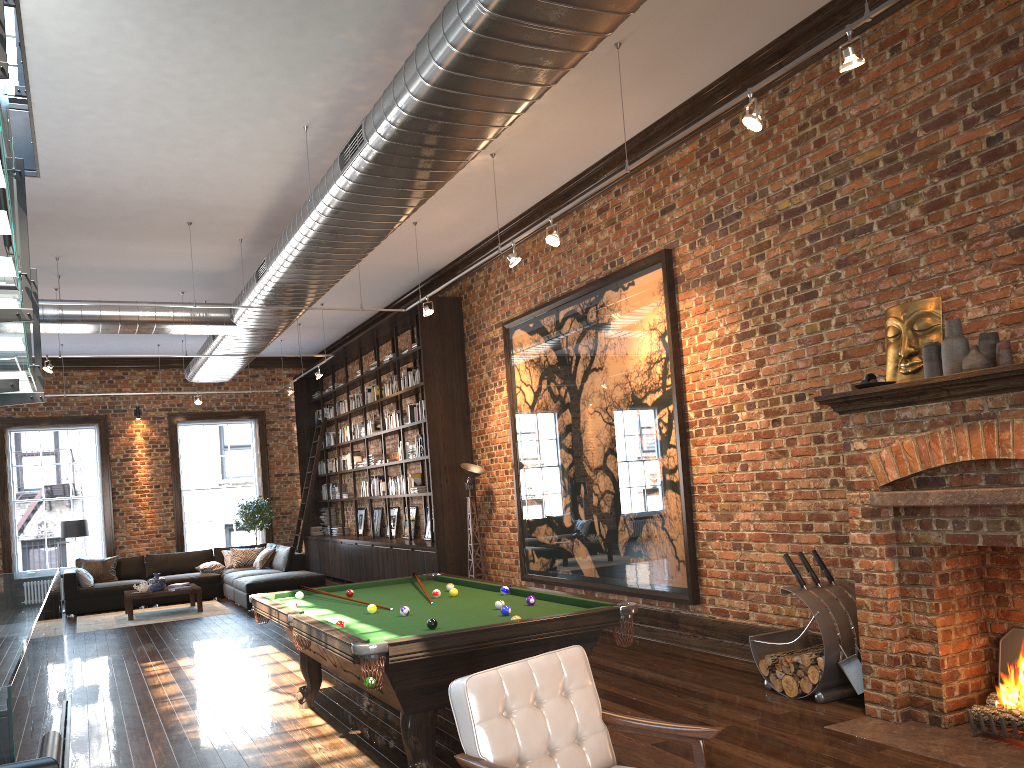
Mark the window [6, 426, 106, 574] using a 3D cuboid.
[{"bbox_3d":[-8.339,2.147,16.273,1.517,2.743,0.156,-3,-2,-26],"label":"window"}]

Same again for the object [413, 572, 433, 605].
[{"bbox_3d":[-0.647,1.459,6.386,0.028,0.072,1.616,-4,-6,-11],"label":"object"}]

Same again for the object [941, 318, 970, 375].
[{"bbox_3d":[2.473,-0.187,4.943,0.145,0.348,0.145,-5,-2,10],"label":"object"}]

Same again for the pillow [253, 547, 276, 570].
[{"bbox_3d":[-4.179,2.950,14.951,0.313,0.354,0.633,-2,-6,-27],"label":"pillow"}]

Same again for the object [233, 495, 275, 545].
[{"bbox_3d":[-4.964,3.074,17.128,0.811,1.858,0.804,-3,-3,-18],"label":"object"}]

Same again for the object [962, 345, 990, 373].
[{"bbox_3d":[2.459,-0.123,4.705,0.136,0.168,0.136,-5,-4,16],"label":"object"}]

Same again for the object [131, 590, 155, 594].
[{"bbox_3d":[-5.334,3.014,12.829,0.267,0.018,0.202,-4,-6,-2],"label":"object"}]

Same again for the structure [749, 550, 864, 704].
[{"bbox_3d":[2.028,1.559,5.791,0.537,0.916,0.933,-3,-4,-26],"label":"structure"}]

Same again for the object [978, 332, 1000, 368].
[{"bbox_3d":[2.583,-0.159,4.792,0.120,0.242,0.121,-4,-3,-7],"label":"object"}]

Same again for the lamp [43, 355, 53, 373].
[{"bbox_3d":[-5.804,-0.252,11.083,0.114,0.229,0.114,-4,-3,-6],"label":"lamp"}]

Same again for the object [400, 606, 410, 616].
[{"bbox_3d":[-0.627,1.330,5.190,0.057,0.057,0.057,-7,-5,34],"label":"object"}]

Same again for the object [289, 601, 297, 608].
[{"bbox_3d":[-1.457,1.471,5.894,0.057,0.057,0.057,-2,-5,-28],"label":"object"}]

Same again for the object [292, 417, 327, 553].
[{"bbox_3d":[-3.898,2.190,16.817,0.895,3.066,0.498,-3,-2,-26],"label":"object"}]

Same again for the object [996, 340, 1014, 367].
[{"bbox_3d":[2.587,-0.142,4.659,0.082,0.178,0.082,-5,-3,16],"label":"object"}]

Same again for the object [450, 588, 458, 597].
[{"bbox_3d":[-0.390,1.398,5.945,0.057,0.057,0.057,-2,-5,-26],"label":"object"}]

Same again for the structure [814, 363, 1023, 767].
[{"bbox_3d":[2.493,0.887,4.463,0.885,1.900,2.012,-3,-4,-26],"label":"structure"}]

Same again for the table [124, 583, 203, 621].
[{"bbox_3d":[-5.185,3.223,13.164,0.999,0.344,1.007,-1,-7,-26],"label":"table"}]

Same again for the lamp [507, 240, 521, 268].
[{"bbox_3d":[0.021,-1.097,7.467,0.114,0.229,0.114,-7,-4,43],"label":"lamp"}]

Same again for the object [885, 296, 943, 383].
[{"bbox_3d":[2.401,-0.227,5.356,0.124,0.534,0.411,-3,-3,-26],"label":"object"}]

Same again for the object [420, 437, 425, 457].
[{"bbox_3d":[-1.250,0.877,12.419,0.069,0.287,0.118,-3,-3,-33],"label":"object"}]

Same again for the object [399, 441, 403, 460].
[{"bbox_3d":[-1.641,0.996,13.211,0.069,0.287,0.118,-3,-3,-33],"label":"object"}]

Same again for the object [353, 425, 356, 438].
[{"bbox_3d":[-2.748,0.845,15.462,0.075,0.254,0.088,-3,-3,-36],"label":"object"}]

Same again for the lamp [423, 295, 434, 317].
[{"bbox_3d":[-0.884,-0.819,9.320,0.113,0.229,0.114,-4,-3,-12],"label":"lamp"}]

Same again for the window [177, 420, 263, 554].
[{"bbox_3d":[-5.774,2.100,17.532,1.517,2.743,0.156,-3,-2,-26],"label":"window"}]

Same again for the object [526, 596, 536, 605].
[{"bbox_3d":[0.112,1.281,5.244,0.057,0.057,0.057,-4,-4,-4],"label":"object"}]

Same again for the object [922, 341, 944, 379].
[{"bbox_3d":[2.418,-0.117,5.075,0.118,0.249,0.118,-5,-3,22],"label":"object"}]

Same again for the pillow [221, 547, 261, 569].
[{"bbox_3d":[-4.680,3.033,15.425,0.702,0.337,0.271,-2,-4,-26],"label":"pillow"}]

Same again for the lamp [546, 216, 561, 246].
[{"bbox_3d":[0.313,-1.187,6.871,0.113,0.229,0.114,-4,-3,3],"label":"lamp"}]

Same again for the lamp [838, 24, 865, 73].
[{"bbox_3d":[1.606,-1.595,4.208,0.117,0.212,0.117,-5,-3,15],"label":"lamp"}]

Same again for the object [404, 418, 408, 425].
[{"bbox_3d":[-1.574,0.569,13.292,0.096,0.136,0.237,-1,-6,-42],"label":"object"}]

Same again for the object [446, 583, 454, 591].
[{"bbox_3d":[-0.437,1.440,6.281,0.057,0.057,0.057,-6,-4,19],"label":"object"}]

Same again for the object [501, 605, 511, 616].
[{"bbox_3d":[-0.033,1.252,4.901,0.057,0.057,0.057,-3,-4,-21],"label":"object"}]

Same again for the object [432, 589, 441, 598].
[{"bbox_3d":[-0.506,1.407,5.952,0.057,0.057,0.057,-6,-5,29],"label":"object"}]

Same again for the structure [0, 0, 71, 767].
[{"bbox_3d":[-3.724,0.427,3.543,3.569,14.444,7.084,-3,-3,-26],"label":"structure"}]

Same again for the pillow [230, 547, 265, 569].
[{"bbox_3d":[-4.537,2.982,15.297,0.610,0.360,0.290,-2,-4,-22],"label":"pillow"}]

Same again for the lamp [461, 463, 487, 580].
[{"bbox_3d":[-0.423,1.866,10.814,0.424,1.821,0.508,-4,-2,-21],"label":"lamp"}]

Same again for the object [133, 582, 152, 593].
[{"bbox_3d":[-5.335,2.945,12.845,0.219,0.159,0.219,-6,-5,16],"label":"object"}]

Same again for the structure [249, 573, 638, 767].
[{"bbox_3d":[-0.614,1.778,5.630,1.550,0.848,2.977,-2,-7,-26],"label":"structure"}]

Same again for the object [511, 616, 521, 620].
[{"bbox_3d":[0.022,1.201,4.489,0.057,0.057,0.057,-4,-4,-8],"label":"object"}]

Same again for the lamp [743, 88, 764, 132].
[{"bbox_3d":[1.306,-1.494,4.827,0.114,0.229,0.114,-6,-3,38],"label":"lamp"}]

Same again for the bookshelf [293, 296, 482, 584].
[{"bbox_3d":[-2.396,1.360,14.687,0.599,3.983,7.458,-3,-5,-26],"label":"bookshelf"}]

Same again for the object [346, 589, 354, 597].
[{"bbox_3d":[-1.165,1.504,6.368,0.057,0.057,0.057,-6,-4,22],"label":"object"}]

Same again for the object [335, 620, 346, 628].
[{"bbox_3d":[-0.929,1.307,4.798,0.057,0.057,0.057,-6,-4,21],"label":"object"}]

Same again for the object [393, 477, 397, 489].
[{"bbox_3d":[-1.784,1.595,13.924,0.166,0.281,0.015,-3,-2,-26],"label":"object"}]

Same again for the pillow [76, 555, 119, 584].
[{"bbox_3d":[-6.771,3.031,14.443,0.699,0.438,0.306,-2,-4,-26],"label":"pillow"}]

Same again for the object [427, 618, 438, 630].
[{"bbox_3d":[-0.415,1.248,4.610,0.057,0.057,0.057,-3,-4,-22],"label":"object"}]

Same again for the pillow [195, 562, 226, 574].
[{"bbox_3d":[-5.098,3.111,14.981,0.408,0.203,0.615,-1,-7,-28],"label":"pillow"}]

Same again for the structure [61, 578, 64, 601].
[{"bbox_3d":[-8.099,3.698,15.976,1.299,0.394,0.217,-1,-4,-26],"label":"structure"}]

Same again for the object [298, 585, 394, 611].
[{"bbox_3d":[-1.181,1.469,6.124,0.028,0.072,1.616,-3,-6,-34],"label":"object"}]

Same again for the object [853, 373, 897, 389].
[{"bbox_3d":[2.106,-0.013,5.150,0.237,0.105,0.238,-3,-6,-16],"label":"object"}]

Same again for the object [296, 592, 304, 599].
[{"bbox_3d":[-1.551,1.545,6.480,0.057,0.057,0.058,-2,-4,-25],"label":"object"}]

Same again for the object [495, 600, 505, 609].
[{"bbox_3d":[-0.071,1.286,5.173,0.057,0.057,0.057,-5,-4,13],"label":"object"}]

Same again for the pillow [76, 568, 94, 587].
[{"bbox_3d":[-6.752,3.057,14.017,0.243,0.304,0.577,-3,-6,-26],"label":"pillow"}]

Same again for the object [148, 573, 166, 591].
[{"bbox_3d":[-5.234,2.919,13.081,0.215,0.250,0.216,-5,-4,7],"label":"object"}]

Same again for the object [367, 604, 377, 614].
[{"bbox_3d":[-0.854,1.371,5.408,0.057,0.057,0.057,-5,-4,11],"label":"object"}]
